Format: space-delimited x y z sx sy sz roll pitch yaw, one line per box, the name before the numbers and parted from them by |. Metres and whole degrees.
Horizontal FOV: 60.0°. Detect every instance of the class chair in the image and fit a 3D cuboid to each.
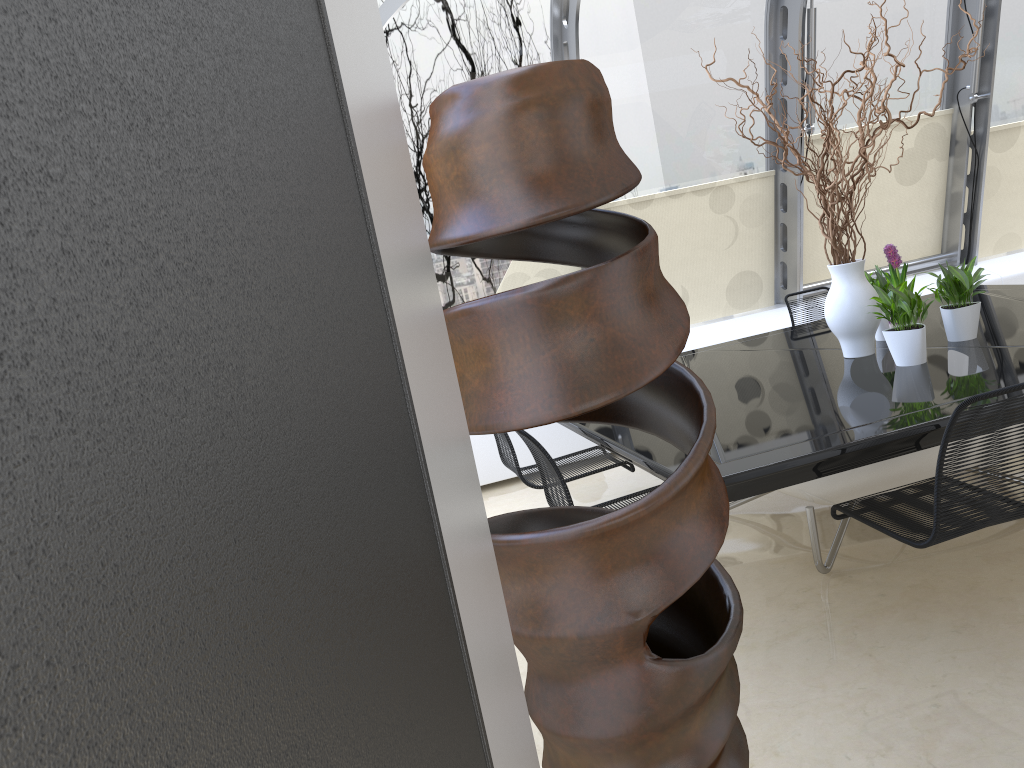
chair | 2.032 -0.325 5.480 0.446 0.519 0.688 -13 9 -11
chair | 1.355 0.219 2.795 0.446 0.519 0.688 -13 9 -11
chair | 0.169 0.227 4.339 0.688 0.519 0.446 -13 9 -11
chair | 0.369 0.323 3.440 0.688 0.519 0.446 -13 9 -11

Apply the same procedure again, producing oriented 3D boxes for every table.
table | 1.797 0.203 4.194 3.031 0.759 2.494 -13 9 -11

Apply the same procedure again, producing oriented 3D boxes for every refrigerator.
refrigerator | -0.076 0.630 0.149 0.234 1.742 1.006 -11 8 2

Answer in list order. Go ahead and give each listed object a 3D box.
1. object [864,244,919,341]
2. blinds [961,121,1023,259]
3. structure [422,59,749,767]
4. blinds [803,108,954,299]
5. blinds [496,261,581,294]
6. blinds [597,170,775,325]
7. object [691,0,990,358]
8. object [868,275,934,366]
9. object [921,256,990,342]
object | 1.781 -0.436 4.256 0.238 0.476 0.417 -9 9 17
blinds | 4.220 -1.591 7.065 1.430 1.027 0.329 -13 9 -11
structure | 0.182 0.369 1.675 0.493 1.843 0.498 -11 8 0
blinds | 2.738 -1.336 6.732 1.376 1.214 0.387 -13 9 -11
blinds | -0.300 -0.022 6.391 1.829 2.118 0.663 -13 9 -11
blinds | 1.276 -0.904 6.481 1.430 1.027 0.329 -13 9 -11
object | 1.567 -0.888 3.844 1.135 1.549 1.031 -14 9 -19
object | 1.624 -0.264 3.674 0.284 0.369 0.215 -7 9 27
object | 1.992 -0.382 3.957 0.284 0.369 0.215 -8 9 22
